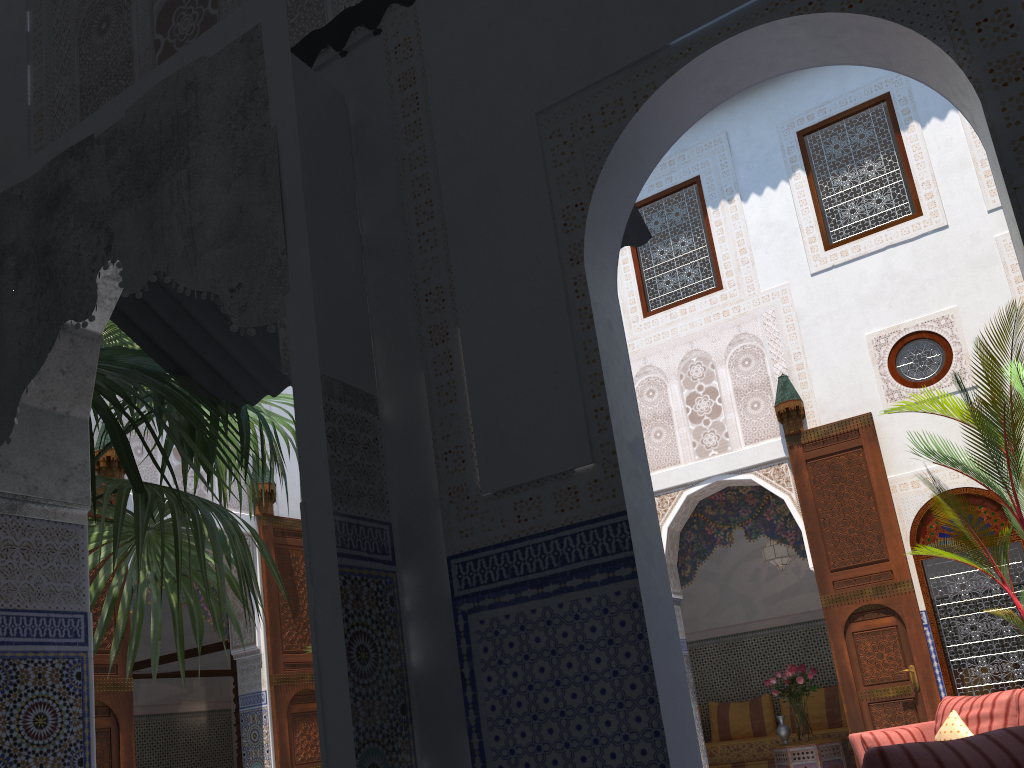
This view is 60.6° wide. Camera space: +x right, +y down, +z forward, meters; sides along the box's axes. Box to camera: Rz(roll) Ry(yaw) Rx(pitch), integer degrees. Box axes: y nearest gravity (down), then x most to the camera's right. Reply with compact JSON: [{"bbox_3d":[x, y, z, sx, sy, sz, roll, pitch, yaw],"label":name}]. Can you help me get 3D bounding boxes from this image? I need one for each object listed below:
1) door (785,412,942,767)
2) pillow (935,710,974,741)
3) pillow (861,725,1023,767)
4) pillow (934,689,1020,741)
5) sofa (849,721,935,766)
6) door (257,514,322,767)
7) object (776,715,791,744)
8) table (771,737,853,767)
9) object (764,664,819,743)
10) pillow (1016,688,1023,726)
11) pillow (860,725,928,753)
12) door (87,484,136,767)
[{"bbox_3d":[2.312,1.446,5.680,0.593,2.427,0.126,-16,-16,29],"label":"door"},{"bbox_3d":[2.254,1.809,4.470,0.130,0.267,0.314,-7,-18,-6],"label":"pillow"},{"bbox_3d":[1.072,1.020,2.074,0.580,0.366,0.314,-3,-18,-15],"label":"pillow"},{"bbox_3d":[2.431,1.800,4.549,0.300,0.365,0.608,-3,-20,-16],"label":"pillow"},{"bbox_3d":[2.380,1.892,4.208,0.730,0.521,1.424,-3,-21,-16],"label":"sofa"},{"bbox_3d":[-1.460,2.157,6.150,0.126,2.427,0.592,-17,-16,31],"label":"door"},{"bbox_3d":[2.128,2.710,6.868,0.109,0.205,0.108,-18,-18,33],"label":"object"},{"bbox_3d":[2.318,2.922,6.743,0.548,0.312,0.551,-18,-22,27],"label":"table"},{"bbox_3d":[2.216,2.488,6.833,0.335,0.575,0.464,3,-20,-34],"label":"object"},{"bbox_3d":[2.563,1.570,4.027,0.304,0.387,0.585,-2,-20,-19],"label":"pillow"},{"bbox_3d":[2.057,1.963,4.658,0.378,0.244,0.196,-3,-17,-14],"label":"pillow"},{"bbox_3d":[-2.299,1.725,4.750,0.125,2.427,0.596,-14,-15,22],"label":"door"}]
